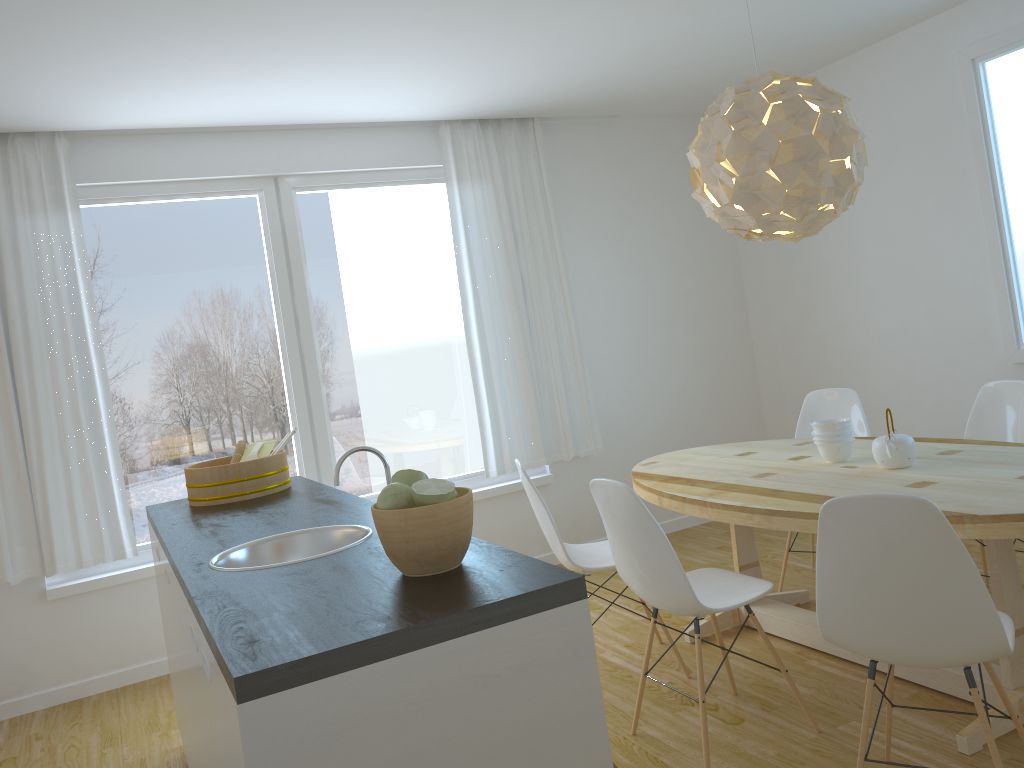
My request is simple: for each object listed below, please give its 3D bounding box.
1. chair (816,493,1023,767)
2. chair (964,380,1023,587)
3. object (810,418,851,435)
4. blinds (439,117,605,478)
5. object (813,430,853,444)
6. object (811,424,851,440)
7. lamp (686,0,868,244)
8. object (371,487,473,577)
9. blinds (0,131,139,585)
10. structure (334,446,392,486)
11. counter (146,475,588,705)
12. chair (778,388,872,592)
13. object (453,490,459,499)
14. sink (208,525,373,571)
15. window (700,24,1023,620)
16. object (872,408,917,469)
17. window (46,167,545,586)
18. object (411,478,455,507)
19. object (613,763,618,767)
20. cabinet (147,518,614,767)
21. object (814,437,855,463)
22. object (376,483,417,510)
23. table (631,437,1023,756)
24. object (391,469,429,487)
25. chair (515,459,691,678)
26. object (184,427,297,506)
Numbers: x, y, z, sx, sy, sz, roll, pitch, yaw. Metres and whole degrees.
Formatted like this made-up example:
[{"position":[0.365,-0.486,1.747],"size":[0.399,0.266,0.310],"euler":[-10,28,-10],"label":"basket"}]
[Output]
[{"position":[1.050,0.669,2.261],"size":[0.428,0.902,0.525],"euler":[-9,0,35],"label":"chair"},{"position":[1.938,0.468,3.622],"size":[0.525,0.902,0.428],"euler":[-9,0,-25],"label":"chair"},{"position":[1.242,0.184,3.437],"size":[0.152,0.087,0.152],"euler":[-8,2,3],"label":"object"},{"position":[0.056,-0.581,5.283],"size":[0.797,2.161,0.149],"euler":[-8,-1,-25],"label":"blinds"},{"position":[1.251,0.236,3.434],"size":[0.151,0.093,0.152],"euler":[-8,2,14],"label":"object"},{"position":[1.244,0.212,3.434],"size":[0.151,0.096,0.152],"euler":[-9,2,-9],"label":"object"},{"position":[0.953,-1.077,3.314],"size":[0.649,1.136,0.636],"euler":[-9,0,-26],"label":"lamp"},{"position":[-0.171,0.300,1.779],"size":[0.205,0.142,0.206],"euler":[-8,2,26],"label":"object"},{"position":[-2.322,-0.166,4.128],"size":[0.798,2.161,0.149],"euler":[-8,-1,-26],"label":"blinds"},{"position":[-0.367,0.267,2.277],"size":[0.163,0.215,0.096],"euler":[-9,0,-25],"label":"structure"},{"position":[-0.649,0.427,2.508],"size":[0.603,0.040,2.393],"euler":[-10,3,-25],"label":"counter"},{"position":[1.508,0.501,4.249],"size":[0.428,0.902,0.525],"euler":[-9,0,40],"label":"chair"},{"position":[-0.152,0.247,1.805],"size":[0.097,0.085,0.082],"euler":[-8,1,29],"label":"object"},{"position":[-0.537,0.479,2.209],"size":[0.403,0.157,0.405],"euler":[-8,2,16],"label":"sink"},{"position":[1.716,-0.480,3.043],"size":[2.558,2.054,1.873],"euler":[-9,1,-25],"label":"window"},{"position":[1.348,0.193,3.162],"size":[0.178,0.212,0.146],"euler":[-9,1,-26],"label":"object"},{"position":[-1.174,-0.192,4.886],"size":[2.737,1.919,0.088],"euler":[-9,0,-26],"label":"window"},{"position":[-0.151,0.221,1.728],"size":[0.086,0.065,0.084],"euler":[-9,1,-13],"label":"object"},{"position":[0.521,0.961,2.151],"size":[0.469,0.501,1.195],"euler":[-8,2,42],"label":"object"},{"position":[-0.579,0.897,2.501],"size":[0.603,0.910,2.393],"euler":[-9,2,-25],"label":"cabinet"},{"position":[1.258,0.258,3.434],"size":[0.151,0.082,0.152],"euler":[-8,2,14],"label":"object"},{"position":[-0.227,0.245,1.770],"size":[0.086,0.098,0.102],"euler":[-9,1,-4],"label":"object"},{"position":[1.274,0.671,3.305],"size":[1.198,0.725,2.183],"euler":[-9,3,-27],"label":"table"},{"position":[-0.211,0.210,1.843],"size":[0.077,0.072,0.074],"euler":[-9,1,-1],"label":"object"},{"position":[0.341,0.711,3.570],"size":[0.523,0.902,0.429],"euler":[-9,0,-5],"label":"chair"},{"position":[-1.050,0.316,3.406],"size":[0.378,0.214,0.430],"euler":[-8,2,3],"label":"object"}]
